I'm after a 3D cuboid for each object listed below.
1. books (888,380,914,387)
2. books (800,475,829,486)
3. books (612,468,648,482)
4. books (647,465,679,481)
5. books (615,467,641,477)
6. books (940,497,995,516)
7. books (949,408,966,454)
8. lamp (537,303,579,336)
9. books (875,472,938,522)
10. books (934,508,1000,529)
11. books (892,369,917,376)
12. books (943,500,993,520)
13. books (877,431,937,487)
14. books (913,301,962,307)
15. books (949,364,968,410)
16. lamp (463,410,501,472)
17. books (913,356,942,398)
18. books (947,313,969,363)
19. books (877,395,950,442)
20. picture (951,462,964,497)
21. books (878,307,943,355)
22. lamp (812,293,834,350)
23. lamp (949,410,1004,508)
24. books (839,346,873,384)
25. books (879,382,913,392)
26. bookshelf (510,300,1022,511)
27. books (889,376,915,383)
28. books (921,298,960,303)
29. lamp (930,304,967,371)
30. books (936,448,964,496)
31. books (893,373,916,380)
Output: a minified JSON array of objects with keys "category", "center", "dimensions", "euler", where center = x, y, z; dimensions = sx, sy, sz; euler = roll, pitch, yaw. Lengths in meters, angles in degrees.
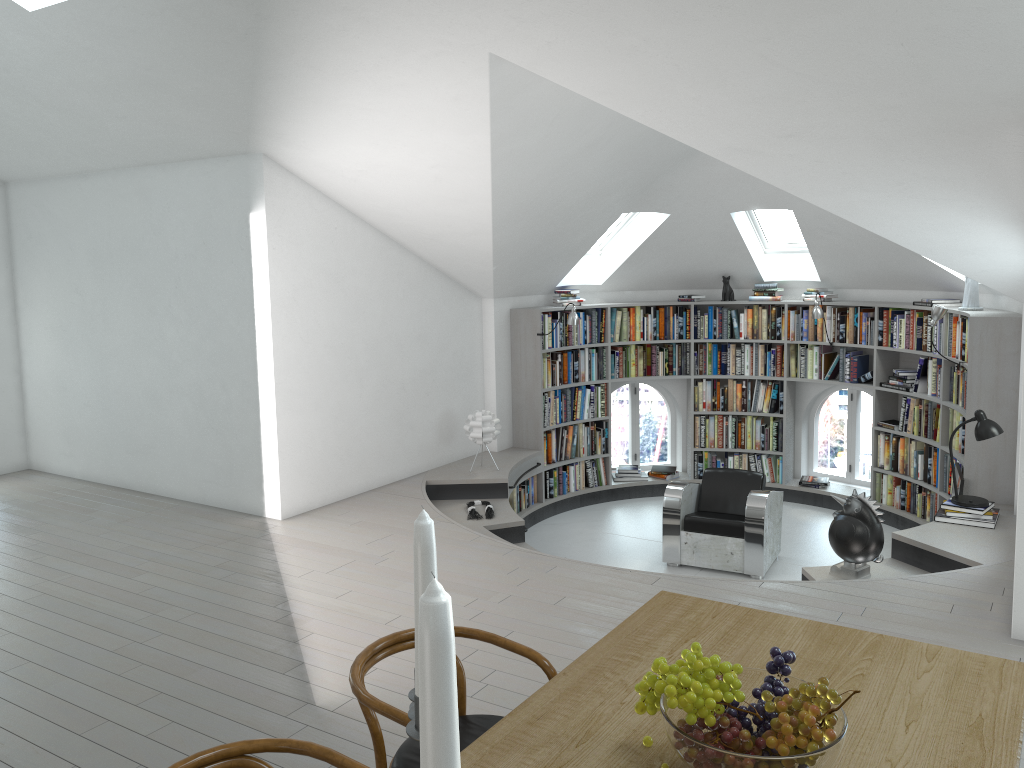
[{"category":"books","center":[3.655,-0.014,8.126],"dimensions":[0.269,0.031,0.286],"euler":[-4,9,-22]},{"category":"books","center":[3.093,0.989,9.060],"dimensions":[0.268,0.029,0.254],"euler":[2,9,23]},{"category":"books","center":[1.255,0.981,9.559],"dimensions":[0.365,0.042,0.389],"euler":[-1,8,0]},{"category":"books","center":[1.630,0.952,9.519],"dimensions":[0.318,0.099,0.292],"euler":[4,10,34]},{"category":"books","center":[1.254,0.947,9.555],"dimensions":[0.269,0.031,0.287],"euler":[0,8,9]},{"category":"books","center":[3.147,0.838,6.122],"dimensions":[0.269,0.031,0.286],"euler":[6,11,43]},{"category":"books","center":[3.648,0.421,6.948],"dimensions":[0.275,0.346,1.024],"euler":[1,8,18]},{"category":"lamp","center":[0.441,-0.612,8.374],"dimensions":[0.414,0.311,0.117],"euler":[3,8,30]},{"category":"books","center":[3.684,1.054,7.765],"dimensions":[0.359,0.310,1.502],"euler":[-2,8,-5]},{"category":"books","center":[3.148,0.906,6.130],"dimensions":[0.366,0.042,0.389],"euler":[4,10,33]},{"category":"books","center":[3.653,-0.107,8.116],"dimensions":[0.269,0.031,0.287],"euler":[1,8,13]},{"category":"books","center":[3.147,0.870,6.126],"dimensions":[0.286,0.034,0.305],"euler":[2,9,23]},{"category":"books","center":[3.664,0.652,8.008],"dimensions":[0.272,0.349,0.875],"euler":[-3,8,-15]},{"category":"books","center":[3.731,-0.696,7.720],"dimensions":[0.316,0.036,0.337],"euler":[-2,8,-4]},{"category":"books","center":[3.635,0.039,6.913],"dimensions":[0.279,0.357,1.056],"euler":[1,8,18]},{"category":"lamp","center":[-0.257,0.496,7.811],"dimensions":[0.305,0.523,0.306],"euler":[2,7,21]},{"category":"books","center":[3.734,-0.068,7.655],"dimensions":[0.256,0.349,0.555],"euler":[-3,8,-10]},{"category":"books","center":[3.632,-0.343,6.881],"dimensions":[0.292,0.361,1.017],"euler":[1,8,15]},{"category":"books","center":[3.667,0.285,7.881],"dimensions":[0.252,0.351,0.977],"euler":[-3,8,-14]},{"category":"picture","center":[3.400,1.085,6.835],"dimensions":[0.090,0.860,0.580],"euler":[2,7,23]},{"category":"books","center":[3.647,-0.486,7.863],"dimensions":[0.306,0.366,0.972],"euler":[-3,8,-13]},{"category":"lamp","center":[2.989,-0.601,8.525],"dimensions":[0.113,0.565,0.358],"euler":[4,9,39]},{"category":"lamp","center":[3.166,0.500,6.059],"dimensions":[0.234,0.658,0.323],"euler":[-7,9,-41]},{"category":"books","center":[3.380,-0.178,8.514],"dimensions":[0.224,0.339,0.400],"euler":[-6,9,-37]},{"category":"books","center":[3.656,0.019,8.130],"dimensions":[0.366,0.042,0.389],"euler":[-4,8,-17]},{"category":"bookshelf","center":[2.383,0.196,8.401],"dimensions":[4.336,1.874,2.114],"euler":[4,9,33]},{"category":"books","center":[3.654,-0.045,8.123],"dimensions":[0.269,0.031,0.287],"euler":[-2,8,-7]},{"category":"books","center":[3.730,-0.724,7.717],"dimensions":[0.233,0.027,0.248],"euler":[0,8,6]},{"category":"lamp","center":[3.416,-0.362,6.922],"dimensions":[0.275,0.523,0.112],"euler":[2,7,24]},{"category":"books","center":[3.661,0.789,7.061],"dimensions":[0.304,0.357,1.188],"euler":[1,8,14]},{"category":"books","center":[3.654,-0.075,8.119],"dimensions":[0.213,0.036,0.227],"euler":[-2,8,-7]}]
